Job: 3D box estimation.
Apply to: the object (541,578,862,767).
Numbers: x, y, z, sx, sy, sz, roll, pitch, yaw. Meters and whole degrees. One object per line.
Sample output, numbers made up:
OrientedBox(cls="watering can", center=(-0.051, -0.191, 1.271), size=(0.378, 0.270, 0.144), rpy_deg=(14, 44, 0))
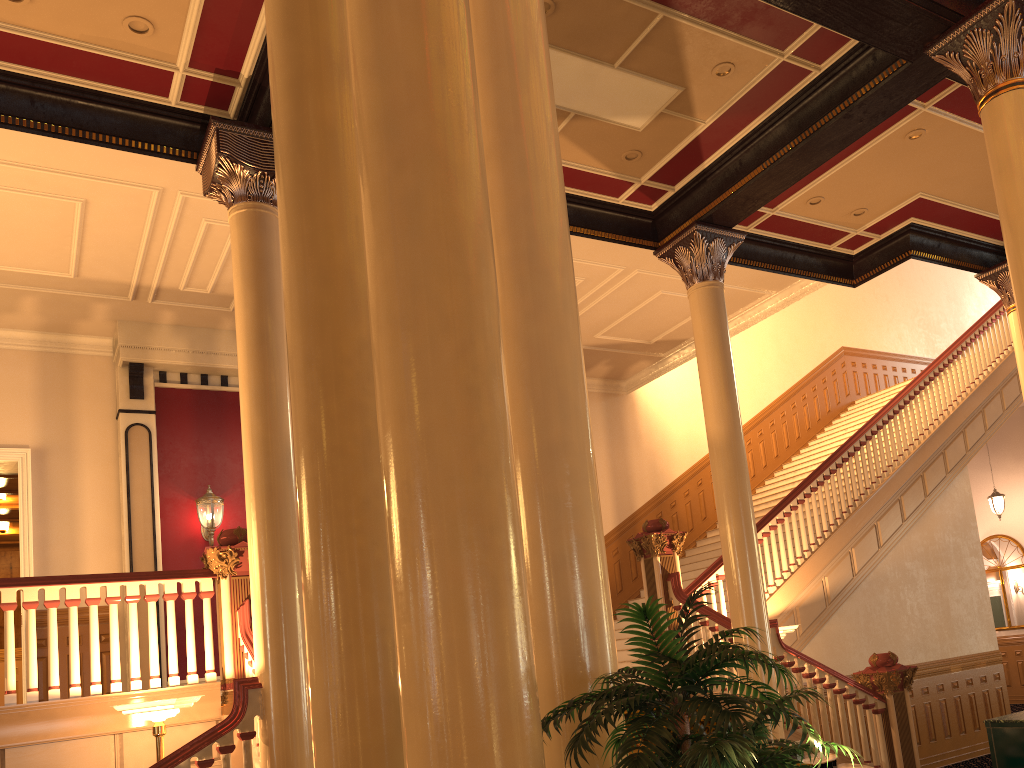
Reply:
OrientedBox(cls="object", center=(0.643, 1.644, 2.564), size=(1.123, 2.098, 1.022), rpy_deg=(3, -13, -42))

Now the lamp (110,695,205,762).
OrientedBox(cls="lamp", center=(-2.302, 3.112, 5.760), size=(0.570, 1.962, 0.605), rpy_deg=(-14, -11, 40))

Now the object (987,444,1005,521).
OrientedBox(cls="object", center=(-1.273, 0.099, 4.855), size=(0.657, 4.190, 31.337), rpy_deg=(-13, -18, 39))

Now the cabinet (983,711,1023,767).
OrientedBox(cls="cabinet", center=(5.337, 3.665, 8.574), size=(1.298, 0.845, 0.548), rpy_deg=(2, -14, -31))

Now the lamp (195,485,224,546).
OrientedBox(cls="lamp", center=(-3.518, 1.541, 10.129), size=(0.328, 0.712, 0.392), rpy_deg=(-1, -12, -31))

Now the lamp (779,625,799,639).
OrientedBox(cls="lamp", center=(2.797, 3.498, 8.885), size=(0.588, 1.962, 0.587), rpy_deg=(-5, -9, -13))
